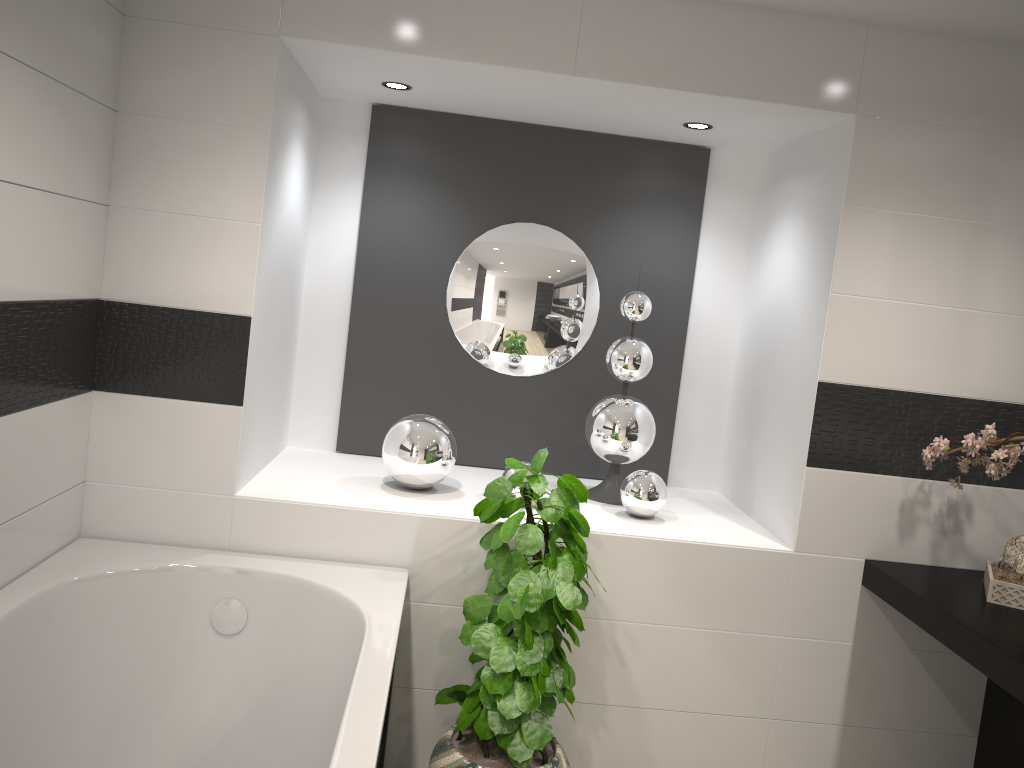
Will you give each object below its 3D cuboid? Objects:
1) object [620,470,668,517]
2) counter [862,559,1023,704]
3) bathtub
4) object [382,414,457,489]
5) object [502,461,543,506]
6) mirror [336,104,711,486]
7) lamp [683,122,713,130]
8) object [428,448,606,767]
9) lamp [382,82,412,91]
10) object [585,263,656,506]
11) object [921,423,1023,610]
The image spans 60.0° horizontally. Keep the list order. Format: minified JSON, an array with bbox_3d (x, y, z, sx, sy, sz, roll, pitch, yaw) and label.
[{"bbox_3d":[0.457,0.381,3.079,0.163,0.163,0.163,8,5,9],"label":"object"},{"bbox_3d":[1.582,0.853,0.988,0.655,0.084,3.856,6,6,-4],"label":"counter"},{"bbox_3d":[-0.793,0.974,1.679,1.008,0.674,2.186,6,6,-4],"label":"bathtub"},{"bbox_3d":[-0.324,0.236,3.105,0.260,0.261,0.261,7,5,9],"label":"object"},{"bbox_3d":[0.037,0.341,3.042,0.150,0.150,0.150,8,5,9],"label":"object"},{"bbox_3d":[0.047,-0.336,3.551,1.360,1.379,0.078,6,4,-4],"label":"mirror"},{"bbox_3d":[0.671,-0.931,3.200,0.105,0.004,0.106,2,7,-37],"label":"lamp"},{"bbox_3d":[0.017,0.748,2.571,0.420,1.129,0.438,10,5,37],"label":"object"},{"bbox_3d":[-0.407,-1.050,3.125,0.105,0.004,0.106,5,6,-19],"label":"lamp"},{"bbox_3d":[0.428,-0.015,3.307,0.260,0.895,0.261,7,4,9],"label":"object"},{"bbox_3d":[1.533,0.361,2.615,0.629,0.559,0.261,9,5,26],"label":"object"}]
